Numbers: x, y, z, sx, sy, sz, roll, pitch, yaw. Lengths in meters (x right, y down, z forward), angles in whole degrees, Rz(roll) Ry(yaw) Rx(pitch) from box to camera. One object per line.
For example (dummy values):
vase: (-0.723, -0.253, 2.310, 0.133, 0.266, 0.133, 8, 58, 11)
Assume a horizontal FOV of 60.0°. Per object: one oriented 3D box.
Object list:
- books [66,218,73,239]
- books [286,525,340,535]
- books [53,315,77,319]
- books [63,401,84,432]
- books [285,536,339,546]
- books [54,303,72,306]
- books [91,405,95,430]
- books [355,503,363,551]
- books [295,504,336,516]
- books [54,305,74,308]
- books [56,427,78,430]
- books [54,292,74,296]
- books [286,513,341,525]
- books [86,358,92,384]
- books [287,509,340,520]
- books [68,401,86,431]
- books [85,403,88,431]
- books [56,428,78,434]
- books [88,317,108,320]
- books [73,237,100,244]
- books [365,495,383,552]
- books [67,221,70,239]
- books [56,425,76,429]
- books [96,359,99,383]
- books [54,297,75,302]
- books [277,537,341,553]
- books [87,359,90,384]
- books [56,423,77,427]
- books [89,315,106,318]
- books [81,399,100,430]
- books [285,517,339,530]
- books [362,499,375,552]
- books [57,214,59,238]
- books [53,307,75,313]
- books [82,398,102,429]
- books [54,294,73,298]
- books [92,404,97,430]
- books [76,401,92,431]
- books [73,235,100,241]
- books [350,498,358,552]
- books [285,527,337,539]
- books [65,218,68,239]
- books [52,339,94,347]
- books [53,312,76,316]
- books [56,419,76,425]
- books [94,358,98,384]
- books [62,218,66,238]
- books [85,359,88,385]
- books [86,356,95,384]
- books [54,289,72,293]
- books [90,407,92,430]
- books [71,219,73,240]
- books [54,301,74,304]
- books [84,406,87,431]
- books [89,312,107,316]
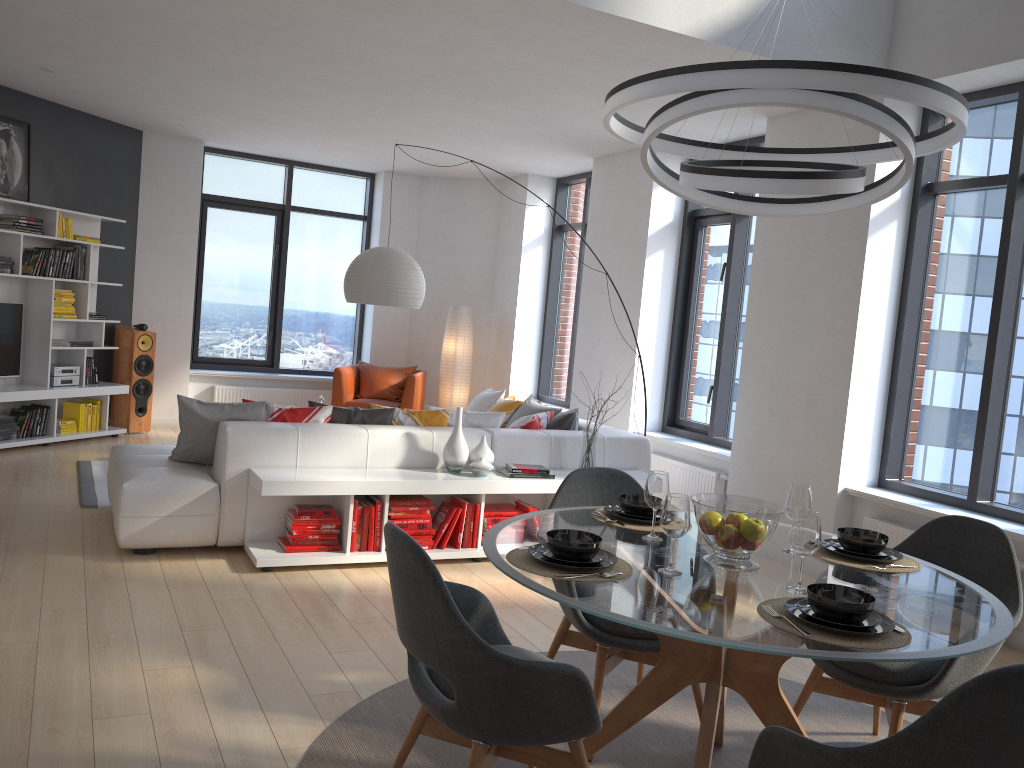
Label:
books: (-3.956, -1.374, 7.839, 0.141, 0.184, 0.064, 7, 4, 19)
books: (-1.117, 0.808, 4.971, 0.257, 0.025, 0.182, 3, 5, -27)
books: (-4.071, -0.609, 7.935, 0.194, 0.028, 0.257, 7, 4, 23)
books: (-4.014, 0.298, 8.113, 0.198, 0.255, 0.044, 6, 4, 18)
books: (-1.124, 0.863, 4.975, 0.259, 0.034, 0.206, 3, 4, -24)
books: (-4.073, -0.714, 7.917, 0.145, 0.023, 0.217, 7, 4, 22)
books: (-3.964, 0.303, 8.256, 0.172, 0.234, 0.024, 6, 4, 18)
books: (-0.896, 0.800, 5.032, 0.031, 0.255, 0.181, 3, 5, -27)
books: (-1.101, 0.705, 4.960, 0.206, 0.029, 0.152, 4, 4, -21)
books: (-4.090, -0.699, 7.933, 0.189, 0.014, 0.251, 7, 4, 21)
books: (-4.056, 0.391, 8.005, 0.148, 0.011, 0.196, 6, 4, 18)
books: (-4.070, -0.813, 7.937, 0.163, 0.023, 0.223, 7, 4, 22)
books: (-1.114, 0.756, 4.966, 0.269, 0.028, 0.179, 3, 5, -26)
books: (-3.984, -0.125, 8.257, 0.169, 0.242, 0.050, 6, 4, 18)
books: (-1.114, 0.730, 4.966, 0.254, 0.025, 0.178, 3, 5, -27)
books: (-4.007, 0.294, 8.143, 0.199, 0.263, 0.015, 6, 4, 18)
books: (-3.992, 0.297, 8.180, 0.180, 0.251, 0.019, 6, 4, 18)
books: (-4.054, 0.414, 8.005, 0.147, 0.033, 0.190, 6, 4, 18)
books: (-3.916, -0.617, 8.269, 0.161, 0.023, 0.213, 7, 4, 21)
books: (-3.928, -1.310, 8.079, 0.194, 0.028, 0.257, 7, 4, 23)
books: (-0.797, 0.789, 5.075, 0.049, 0.291, 0.214, 3, 5, -27)
books: (-3.950, -1.360, 7.813, 0.108, 0.161, 0.046, 6, 4, 17)
books: (-4.038, 0.380, 7.993, 0.113, 0.018, 0.169, 7, 4, 19)
books: (-3.988, -0.128, 8.356, 0.179, 0.233, 0.077, 6, 4, 18)
books: (-4.076, -0.762, 7.940, 0.176, 0.033, 0.239, 7, 4, 21)
books: (-1.138, 0.896, 4.963, 0.301, 0.032, 0.227, 3, 5, -27)
books: (-3.998, -0.121, 8.239, 0.170, 0.236, 0.049, 7, 4, 19)
books: (-4.049, 0.363, 8.002, 0.134, 0.014, 0.187, 6, 4, 18)
books: (-3.917, -0.636, 8.268, 0.142, 0.015, 0.198, 6, 4, 16)
books: (-3.954, 0.282, 8.309, 0.204, 0.270, 0.029, 6, 4, 18)
books: (-1.126, 0.781, 4.981, 0.261, 0.028, 0.191, 3, 5, -27)
books: (-0.827, 0.803, 5.056, 0.042, 0.259, 0.195, 3, 5, -27)
books: (-3.999, -1.390, 7.699, 0.161, 0.229, 0.041, 6, 4, 17)
books: (-4.079, -0.669, 7.933, 0.189, 0.042, 0.243, 6, 4, 18)
books: (-3.954, 0.280, 8.338, 0.213, 0.270, 0.025, 6, 4, 18)
books: (-4.078, -0.790, 7.932, 0.160, 0.022, 0.227, 8, 5, 34)
books: (-3.959, 0.301, 8.282, 0.172, 0.234, 0.024, 6, 4, 18)
books: (-3.982, 0.296, 8.205, 0.185, 0.250, 0.035, 6, 4, 18)
books: (-3.934, -1.336, 8.076, 0.203, 0.024, 0.257, 7, 4, 21)
books: (-0.924, 0.782, 5.013, 0.036, 0.294, 0.208, 3, 5, -27)
books: (-1.126, 0.834, 4.962, 0.266, 0.026, 0.187, 4, 4, -21)
books: (-3.966, -1.369, 7.799, 0.128, 0.178, 0.044, 6, 4, 18)
books: (-4.041, -0.377, 8.118, 0.250, 0.047, 0.310, 6, 4, 14)
books: (-4.078, -0.636, 7.933, 0.203, 0.024, 0.257, 7, 4, 21)
books: (-4.060, 0.341, 8.002, 0.138, 0.026, 0.186, 6, 4, 18)
books: (-3.969, -0.127, 8.314, 0.177, 0.242, 0.066, 6, 4, 18)
books: (-3.979, -1.370, 7.782, 0.132, 0.180, 0.054, 6, 4, 18)
books: (-4.012, -0.121, 8.218, 0.189, 0.240, 0.053, 7, 4, 18)
books: (-3.985, -0.132, 8.288, 0.193, 0.255, 0.066, 6, 4, 18)
books: (-4.092, -0.838, 7.934, 0.163, 0.023, 0.223, 7, 4, 22)
books: (-3.975, 0.301, 8.234, 0.169, 0.239, 0.023, 6, 4, 18)
books: (-3.956, -1.377, 7.864, 0.142, 0.184, 0.044, 7, 4, 19)
books: (-4.084, -0.736, 7.932, 0.171, 0.019, 0.239, 6, 4, 18)
books: (-3.982, 0.313, 8.155, 0.156, 0.229, 0.024, 6, 4, 18)
books: (-3.929, -0.657, 8.273, 0.161, 0.023, 0.213, 7, 4, 21)
